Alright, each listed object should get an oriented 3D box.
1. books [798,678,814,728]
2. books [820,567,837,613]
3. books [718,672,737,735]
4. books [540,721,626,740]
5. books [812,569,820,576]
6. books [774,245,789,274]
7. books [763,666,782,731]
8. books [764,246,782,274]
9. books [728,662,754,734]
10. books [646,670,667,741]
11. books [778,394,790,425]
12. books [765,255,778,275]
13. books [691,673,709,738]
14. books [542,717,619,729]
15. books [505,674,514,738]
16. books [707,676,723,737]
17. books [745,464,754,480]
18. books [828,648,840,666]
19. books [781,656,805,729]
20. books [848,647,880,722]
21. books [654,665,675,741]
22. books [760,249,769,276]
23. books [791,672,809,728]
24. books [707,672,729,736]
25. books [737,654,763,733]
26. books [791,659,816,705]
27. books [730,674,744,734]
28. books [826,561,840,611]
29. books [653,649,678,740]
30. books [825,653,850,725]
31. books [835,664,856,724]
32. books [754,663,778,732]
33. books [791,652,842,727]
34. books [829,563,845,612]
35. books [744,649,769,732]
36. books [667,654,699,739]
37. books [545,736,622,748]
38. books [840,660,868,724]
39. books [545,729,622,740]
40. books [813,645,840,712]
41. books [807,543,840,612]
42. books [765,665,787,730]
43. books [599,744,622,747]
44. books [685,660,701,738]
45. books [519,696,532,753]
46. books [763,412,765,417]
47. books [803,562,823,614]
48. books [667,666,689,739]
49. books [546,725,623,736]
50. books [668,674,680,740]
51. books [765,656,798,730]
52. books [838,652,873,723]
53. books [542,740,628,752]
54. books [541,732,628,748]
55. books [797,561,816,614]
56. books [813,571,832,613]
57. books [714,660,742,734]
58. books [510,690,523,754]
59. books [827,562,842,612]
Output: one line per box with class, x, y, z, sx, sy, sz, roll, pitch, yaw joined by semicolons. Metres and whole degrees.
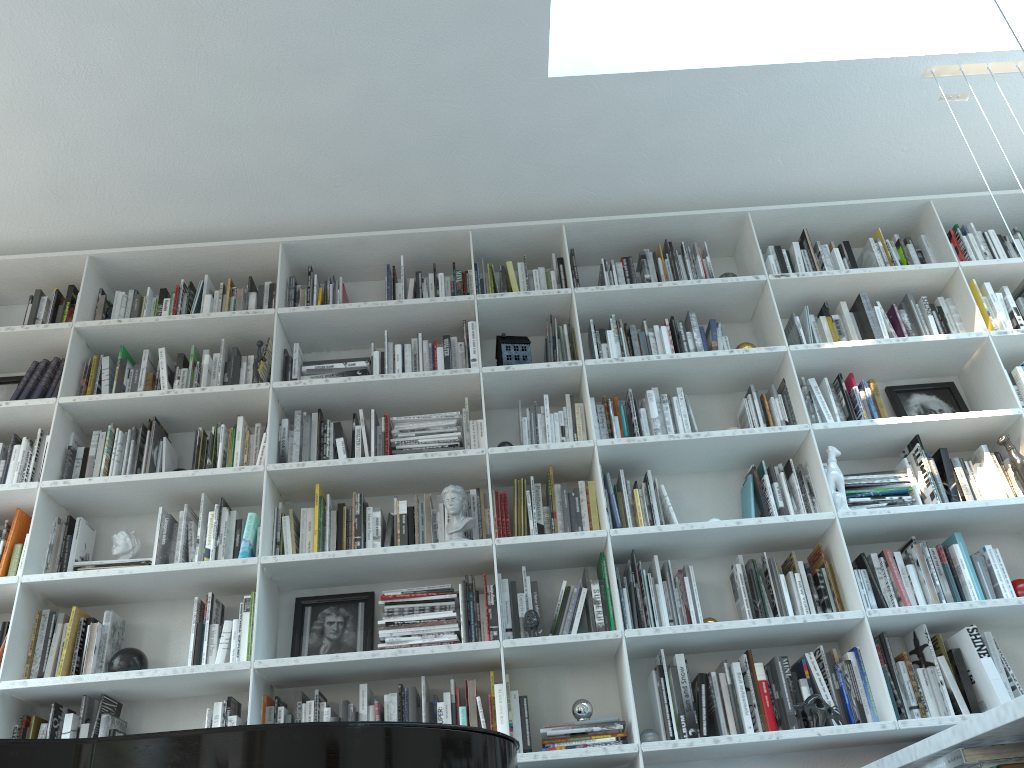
books;1.015;1.139;3.091;0.025;0.180;0.170;-4;-31;-2
books;1.157;0.805;3.289;0.013;0.202;0.159;-4;-31;-2
books;0.740;1.142;3.099;0.024;0.227;0.160;-4;-31;-2
books;0.241;1.179;3.013;0.285;0.012;0.160;-6;-31;1
books;1.142;0.810;3.297;0.016;0.204;0.142;-4;-31;-2
books;1.217;-0.478;4.046;0.026;0.240;0.185;-4;-31;-2
books;0.894;1.127;3.107;0.025;0.236;0.157;-4;-31;-2
books;1.191;-0.478;4.052;0.025;0.249;0.179;-4;-31;-2
books;0.789;1.121;3.095;0.025;0.251;0.182;-4;-31;-2
books;0.505;1.147;3.094;0.012;0.252;0.161;-4;-31;-2
books;1.117;0.176;3.677;0.013;0.219;0.156;-4;-31;-2
books;1.170;-0.453;4.024;0.022;0.181;0.191;-4;-31;-2
books;0.655;1.144;3.090;0.065;0.230;0.163;-4;-31;-2
books;0.240;1.165;3.014;0.254;0.012;0.161;-9;-31;6
books;-0.005;1.174;3.090;0.012;0.283;0.160;-4;-31;-2
books;0.694;1.147;3.089;0.011;0.216;0.176;-4;-31;-2
books;0.974;0.476;3.508;0.016;0.288;0.136;-4;-31;-2
books;1.155;1.096;3.139;0.012;0.281;0.144;-4;-31;-2
books;0.964;1.110;3.114;0.026;0.261;0.170;-4;-31;-2
books;1.224;1.083;3.119;0.025;0.271;0.172;-4;-31;-2
books;0.522;1.132;3.080;0.023;0.261;0.187;-4;-31;-2
books;1.149;-0.472;4.068;0.014;0.262;0.141;-4;-31;-2
books;0.990;1.131;3.103;0.022;0.210;0.136;-4;-31;-2
books;0.713;1.144;3.103;0.029;0.233;0.143;-4;-31;-2
books;0.831;1.114;3.121;0.012;0.283;0.160;-4;-31;-2
books;1.030;1.110;3.111;0.012;0.247;0.165;-4;-31;-2
books;0.772;1.144;3.101;0.012;0.220;0.154;-4;-31;-2
books;1.178;0.797;3.316;0.019;0.239;0.135;-4;-31;-2
books;0.536;1.108;3.095;0.010;0.314;0.188;-4;-31;-2
books;1.126;1.099;3.122;0.021;0.263;0.151;-4;-31;-2
books;1.145;1.110;3.101;0.013;0.219;0.169;-4;-31;-2
books;0.866;1.119;3.096;0.031;0.242;0.185;-4;-31;-2
books;1.068;1.097;3.112;0.070;0.265;0.187;-4;-31;-2
books;1.199;0.801;3.309;0.009;0.222;0.147;-4;-31;-2
books;0.843;1.098;3.105;0.012;0.291;0.176;-4;-31;-2
books;0.595;1.113;3.091;0.030;0.293;0.189;-4;-31;-2
books;0.245;1.220;2.988;0.254;0.012;0.161;-7;-31;3
books;1.176;1.102;3.100;0.025;0.226;0.176;-4;-31;-2
books;0.243;1.201;3.002;0.254;0.012;0.161;-7;-31;2
books;1.108;1.087;3.128;0.013;0.292;0.135;-4;-31;-2
books;1.163;0.761;3.306;0.007;0.294;0.163;-4;-31;-2
books;0.916;1.127;3.115;0.021;0.241;0.132;-4;-31;-2
books;0.247;1.240;2.974;0.285;0.012;0.160;-6;-31;0
books;0.615;1.124;3.096;0.010;0.275;0.175;-4;-31;-2
books;0.046;1.204;3.074;0.030;0.209;0.137;-4;-31;-2
books;1.036;0.188;3.691;0.011;0.226;0.132;-4;-31;-2
books;1.107;0.800;3.301;0.021;0.230;0.156;-4;-31;-2
books;0.570;1.132;3.081;0.023;0.255;0.179;-4;-31;-2
books;0.241;1.185;2.999;0.254;0.012;0.161;-4;-31;-2
books;0.552;1.152;3.098;0.015;0.239;0.153;-4;-31;-2
books;0.939;1.108;3.107;0.026;0.261;0.174;-4;-31;-2
books;1.200;1.090;3.114;0.026;0.256;0.157;-4;-31;-2
books;0.246;1.232;2.984;0.285;0.012;0.160;-7;-31;2
books;0.244;1.209;2.993;0.285;0.012;0.160;-6;-31;0
books;1.072;0.797;3.288;0.018;0.228;0.183;-4;-31;-2
books;1.127;0.807;3.266;0.016;0.179;0.190;-4;-31;-2
books;0.757;1.123;3.107;0.014;0.266;0.172;-4;-31;-2
books;0.017;1.197;3.076;0.027;0.227;0.142;-4;-31;-2
books;1.191;0.801;3.319;0.007;0.234;0.132;-4;-31;-2
